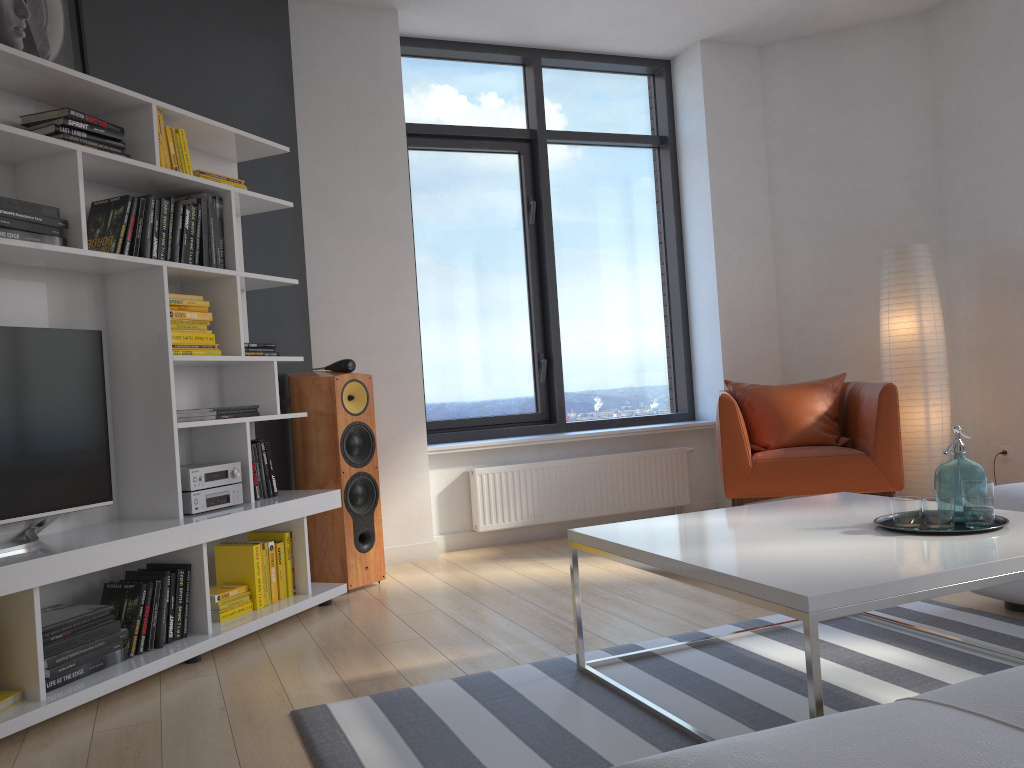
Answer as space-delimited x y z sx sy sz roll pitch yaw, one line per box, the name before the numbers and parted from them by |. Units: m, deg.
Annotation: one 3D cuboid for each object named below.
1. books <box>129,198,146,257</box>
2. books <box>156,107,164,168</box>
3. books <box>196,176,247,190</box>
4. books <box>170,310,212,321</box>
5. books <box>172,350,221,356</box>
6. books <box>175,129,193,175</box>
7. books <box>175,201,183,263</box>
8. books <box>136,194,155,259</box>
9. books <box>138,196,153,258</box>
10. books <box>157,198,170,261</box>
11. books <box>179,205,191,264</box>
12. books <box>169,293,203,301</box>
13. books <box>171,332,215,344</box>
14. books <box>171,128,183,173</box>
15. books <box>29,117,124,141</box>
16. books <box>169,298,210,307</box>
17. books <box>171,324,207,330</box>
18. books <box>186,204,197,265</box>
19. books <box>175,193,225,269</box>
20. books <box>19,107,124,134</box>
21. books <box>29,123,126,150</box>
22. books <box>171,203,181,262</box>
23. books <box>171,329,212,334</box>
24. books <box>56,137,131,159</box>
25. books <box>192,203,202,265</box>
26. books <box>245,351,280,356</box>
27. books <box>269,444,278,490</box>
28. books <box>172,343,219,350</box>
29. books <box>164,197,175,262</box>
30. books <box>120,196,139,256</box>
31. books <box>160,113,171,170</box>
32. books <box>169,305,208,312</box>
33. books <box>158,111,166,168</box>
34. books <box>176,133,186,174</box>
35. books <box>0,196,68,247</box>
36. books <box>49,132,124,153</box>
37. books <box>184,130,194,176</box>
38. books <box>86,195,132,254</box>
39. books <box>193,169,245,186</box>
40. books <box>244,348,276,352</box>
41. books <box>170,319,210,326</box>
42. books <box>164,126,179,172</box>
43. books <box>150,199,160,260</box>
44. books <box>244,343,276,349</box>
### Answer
books | -1.432 -0.560 3.256 0.169 0.233 0.081 -4 0 22
books | -1.387 -0.912 3.336 0.161 0.229 0.041 -4 0 22
books | -1.271 -0.817 3.701 0.194 0.028 0.257 -4 0 28
books | -1.347 -0.264 3.529 0.176 0.033 0.239 -4 0 26
books | -1.319 -0.115 3.511 0.194 0.028 0.257 -4 0 28
books | -1.330 -0.893 3.471 0.141 0.184 0.064 -4 0 24
books | -1.365 -0.574 3.445 0.192 0.254 0.075 -4 0 22
books | -1.423 -0.571 3.314 0.192 0.254 0.075 -4 0 22
books | -1.407 -0.565 3.283 0.172 0.242 0.069 -4 0 24
books | -1.396 -0.571 3.373 0.191 0.249 0.084 -4 0 23
books | -1.342 -0.571 3.463 0.179 0.243 0.071 -4 0 22
books | -1.374 -0.337 3.530 0.163 0.023 0.223 -4 0 27
books | -1.336 -0.173 3.515 0.189 0.042 0.243 -4 0 23
books | -1.343 -0.890 3.431 0.128 0.178 0.044 -4 0 23
books | -1.535 -0.883 3.129 0.180 0.026 0.246 -4 0 25
books | -1.348 -0.315 3.530 0.163 0.023 0.223 -4 0 27
books | -1.338 -0.219 3.502 0.145 0.023 0.217 -4 0 27
books | -1.338 -0.574 3.503 0.191 0.249 0.084 -4 0 23
books | -1.316 -0.605 3.635 0.259 0.321 0.128 -4 0 23
books | -1.549 -0.909 3.131 0.209 0.030 0.266 -4 0 16
books | -1.559 -0.854 3.137 0.214 0.030 0.284 -4 0 26
books | -1.349 -0.568 3.413 0.172 0.242 0.069 -4 0 24
books | -1.352 -0.200 3.518 0.189 0.014 0.251 -4 0 26
books | -1.535 -0.804 3.126 0.214 0.030 0.284 -4 0 26
books | -1.326 -0.579 3.535 0.197 0.260 0.066 -4 0 23
books | -1.137 -0.123 3.831 0.161 0.023 0.213 -4 0 26
books | -1.127 0.376 3.882 0.179 0.233 0.077 -4 0 23
books | -1.330 -0.140 3.511 0.203 0.024 0.257 -4 0 26
books | -1.384 -0.576 3.404 0.197 0.260 0.066 -4 0 23
books | -1.457 -0.558 3.232 0.187 0.234 0.096 -4 0 23
books | -1.391 -0.910 3.395 0.164 0.224 0.054 -4 0 22
books | -1.353 -0.291 3.524 0.160 0.022 0.227 -4 0 39
books | -1.395 -0.910 3.364 0.163 0.224 0.041 -4 0 21
books | -1.325 -0.881 3.443 0.108 0.161 0.046 -4 0 22
books | -1.654 -0.500 2.832 0.277 0.137 0.343 -4 0 18
books | -1.540 -0.829 3.126 0.189 0.020 0.264 -4 0 21
books | -1.328 -0.894 3.496 0.142 0.184 0.044 -4 0 24
books | -1.466 -0.559 3.199 0.182 0.234 0.104 -4 0 23
books | -1.282 -0.842 3.702 0.203 0.024 0.257 -4 0 26
books | -1.142 -0.142 3.831 0.142 0.015 0.198 -4 0 21
books | -1.351 -0.238 3.520 0.171 0.019 0.239 -4 0 23
books | -1.357 -0.889 3.415 0.132 0.180 0.054 -4 0 23
books | -1.406 -0.565 3.337 0.179 0.243 0.068 -4 0 22
books | -1.156 -0.160 3.840 0.161 0.023 0.213 -4 0 26
